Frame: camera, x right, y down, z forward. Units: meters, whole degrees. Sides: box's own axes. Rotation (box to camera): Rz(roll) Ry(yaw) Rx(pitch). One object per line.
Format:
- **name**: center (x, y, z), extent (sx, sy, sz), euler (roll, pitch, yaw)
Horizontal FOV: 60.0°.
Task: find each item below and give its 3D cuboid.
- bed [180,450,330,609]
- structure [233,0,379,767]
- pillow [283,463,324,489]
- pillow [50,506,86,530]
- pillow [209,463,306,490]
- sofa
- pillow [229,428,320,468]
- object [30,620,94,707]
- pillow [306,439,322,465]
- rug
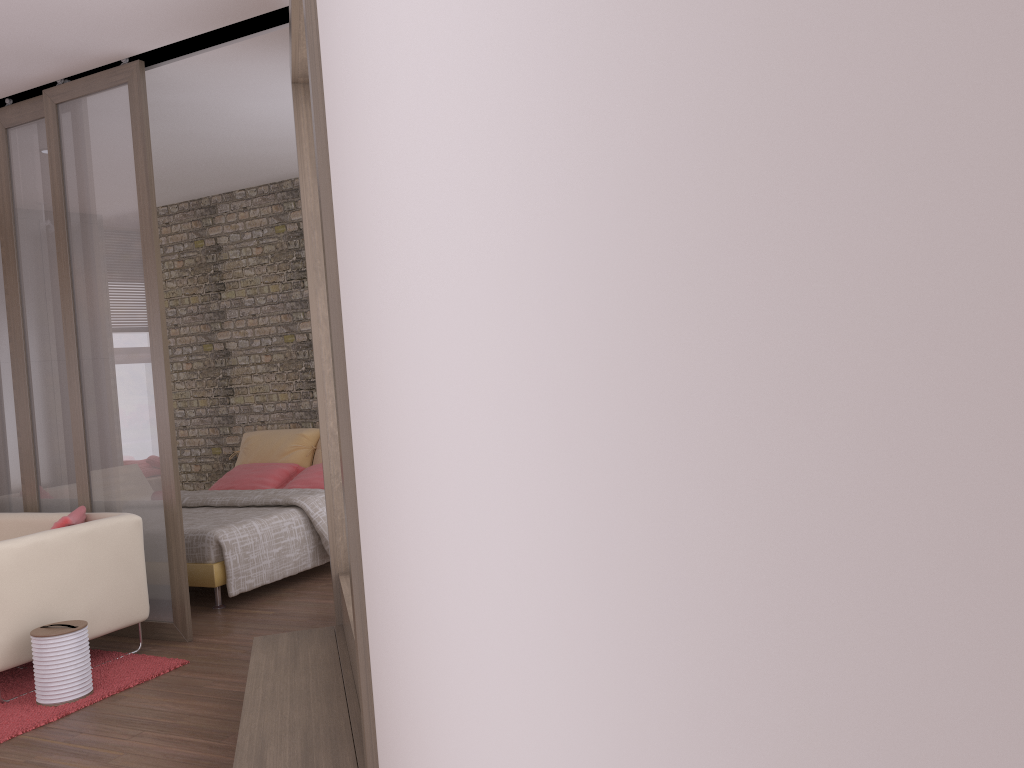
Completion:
- **bed**: center (-2.121, 0.993, 6.898), extent (2.219, 0.861, 2.360), euler (-4, 1, 26)
- **structure**: center (-0.647, -0.080, 3.249), extent (0.845, 2.881, 2.039), euler (-5, 1, -14)
- **pillow**: center (-1.498, 0.784, 7.265), extent (0.834, 0.261, 0.540), euler (-4, 1, 26)
- **pillow**: center (-2.447, 0.868, 4.655), extent (0.379, 0.377, 0.498), euler (-5, 1, -14)
- **pillow**: center (-2.251, 0.832, 7.636), extent (0.831, 0.264, 0.538), euler (-4, 1, 26)
- **sofa**: center (-3.145, 1.154, 4.888), extent (2.204, 0.751, 0.919), euler (-4, 1, 26)
- **pillow**: center (-2.144, 0.682, 7.987), extent (1.019, 0.527, 0.355), euler (-4, 1, 26)
- **object**: center (-2.084, 1.284, 4.107), extent (0.239, 0.341, 0.239), euler (-5, 1, -32)
- **pillow**: center (-1.348, 0.635, 7.582), extent (1.021, 0.557, 0.366), euler (-4, 1, 26)
- **rug**: center (-3.691, 1.592, 3.693), extent (2.938, 0.016, 3.344), euler (-4, 1, 26)
